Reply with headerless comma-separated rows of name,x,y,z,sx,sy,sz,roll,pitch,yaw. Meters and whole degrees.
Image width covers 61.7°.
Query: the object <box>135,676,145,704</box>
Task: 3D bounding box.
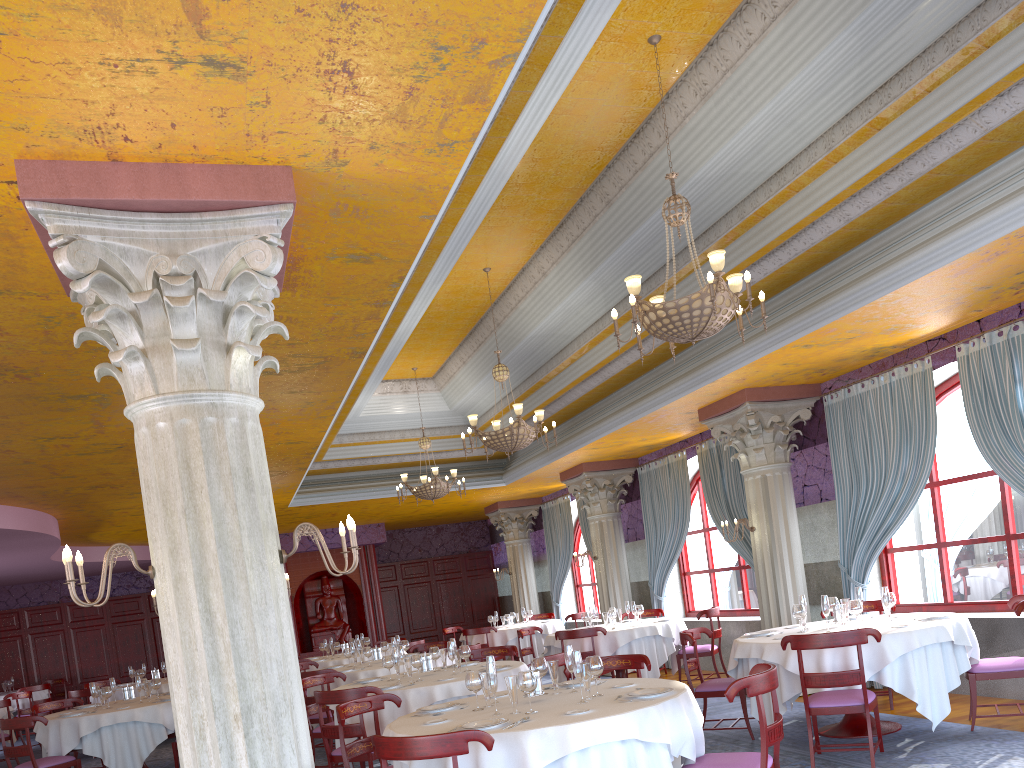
object,-4.489,3.683,10.315,0.075,0.335,0.073,-7,1,17

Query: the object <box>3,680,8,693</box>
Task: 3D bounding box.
object,-10.930,6.546,18.522,0.123,0.264,0.121,-8,-1,17

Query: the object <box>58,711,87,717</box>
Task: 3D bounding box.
object,-5.079,3.822,9.900,0.310,0.024,0.324,-3,-14,-19

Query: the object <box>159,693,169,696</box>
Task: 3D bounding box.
object,-4.575,4.099,11.320,0.022,0.003,0.255,-13,-14,23

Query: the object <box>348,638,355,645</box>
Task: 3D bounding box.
object,-2.825,4.629,15.140,0.120,0.264,0.124,-7,-1,-28

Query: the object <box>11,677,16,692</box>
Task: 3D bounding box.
object,-10.722,6.453,18.403,0.073,0.335,0.075,-8,1,-28

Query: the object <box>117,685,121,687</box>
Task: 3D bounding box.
object,-6.832,5.217,14.771,0.262,0.019,0.055,-16,-14,30

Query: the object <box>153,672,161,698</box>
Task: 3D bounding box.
object,-4.503,3.814,10.859,0.075,0.335,0.073,-7,1,17

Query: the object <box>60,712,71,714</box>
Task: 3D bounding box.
object,-5.395,3.980,10.353,0.158,0.009,0.162,-8,-13,1

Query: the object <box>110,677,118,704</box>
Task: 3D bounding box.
object,-5.042,3.885,10.847,0.075,0.335,0.073,-7,1,17

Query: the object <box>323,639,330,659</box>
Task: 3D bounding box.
object,-3.141,4.478,14.465,0.075,0.335,0.073,-7,1,17

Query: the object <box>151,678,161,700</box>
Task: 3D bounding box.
object,-4.368,3.753,10.531,0.122,0.264,0.123,-8,-1,-6

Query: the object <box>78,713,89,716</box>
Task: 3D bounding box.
object,-4.912,3.799,9.853,0.022,0.003,0.255,-13,-14,23

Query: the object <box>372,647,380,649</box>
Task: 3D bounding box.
object,-2.523,4.777,15.434,0.310,0.024,0.323,3,-17,-38

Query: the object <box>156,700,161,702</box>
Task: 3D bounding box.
object,-4.253,3.811,10.305,0.030,0.010,0.139,-14,-14,26

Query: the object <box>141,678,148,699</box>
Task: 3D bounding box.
object,-4.711,3.906,10.978,0.122,0.264,0.123,-8,-1,-6

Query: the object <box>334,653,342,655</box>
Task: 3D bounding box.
object,-3.128,4.857,15.387,0.161,0.009,0.160,-13,-14,20

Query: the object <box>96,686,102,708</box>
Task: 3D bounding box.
object,-5.153,3.886,10.634,0.122,0.264,0.123,-8,-1,-6

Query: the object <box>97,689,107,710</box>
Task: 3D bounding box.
object,-4.904,3.775,10.254,0.084,0.237,0.087,-8,0,-39

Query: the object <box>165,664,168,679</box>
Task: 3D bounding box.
object,-6.057,5.048,15.025,0.122,0.264,0.123,-8,-1,-6

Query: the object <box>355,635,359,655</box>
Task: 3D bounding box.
object,-2.602,4.406,14.477,0.075,0.335,0.073,-7,1,17

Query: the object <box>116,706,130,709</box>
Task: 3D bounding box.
object,-4.528,3.769,9.965,0.163,0.009,0.158,-19,-17,39

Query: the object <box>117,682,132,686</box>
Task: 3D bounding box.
object,-6.772,5.254,14.974,0.310,0.024,0.324,-3,-14,-19

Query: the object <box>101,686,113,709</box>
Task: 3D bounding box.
object,-4.810,3.733,10.187,0.122,0.264,0.123,-8,-1,-6

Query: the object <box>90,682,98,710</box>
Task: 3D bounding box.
object,-5.028,3.755,10.303,0.075,0.335,0.073,-7,1,17

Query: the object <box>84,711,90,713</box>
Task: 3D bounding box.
object,-5.021,3.866,10.093,0.141,0.011,0.029,-15,-13,28

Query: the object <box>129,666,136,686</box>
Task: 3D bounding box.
object,-6.373,4.896,14.350,0.075,0.335,0.073,-7,1,17

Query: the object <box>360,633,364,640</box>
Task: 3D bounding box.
object,-2.616,4.537,15.021,0.075,0.335,0.073,-7,1,17

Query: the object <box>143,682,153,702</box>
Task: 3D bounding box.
object,-4.433,3.753,10.435,0.086,0.237,0.085,-8,0,6

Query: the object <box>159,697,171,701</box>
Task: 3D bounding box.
object,-4.063,3.763,10.246,0.310,0.024,0.324,-3,-14,-19

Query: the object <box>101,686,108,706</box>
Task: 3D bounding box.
object,-5.085,3.913,10.730,0.087,0.237,0.084,-8,0,28

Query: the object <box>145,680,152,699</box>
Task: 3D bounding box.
object,-4.614,3.890,10.911,0.084,0.237,0.087,-8,0,-39

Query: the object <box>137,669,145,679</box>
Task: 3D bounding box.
object,-6.155,4.874,14.233,0.122,0.264,0.123,-8,-1,-6

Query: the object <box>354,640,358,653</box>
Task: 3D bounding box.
object,-2.727,4.614,15.073,0.085,0.237,0.086,-8,0,-17

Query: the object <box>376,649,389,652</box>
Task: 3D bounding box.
object,-2.176,4.486,14.407,0.310,0.024,0.324,-3,-14,-19

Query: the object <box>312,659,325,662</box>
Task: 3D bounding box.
object,-3.192,4.545,14.061,0.310,0.024,0.324,-3,-14,-19

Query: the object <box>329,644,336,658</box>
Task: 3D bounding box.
object,-3.017,4.498,14.416,0.084,0.237,0.087,-8,0,-39

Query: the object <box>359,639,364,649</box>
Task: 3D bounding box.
object,-2.546,4.476,14.597,0.086,0.237,0.085,-8,0,6

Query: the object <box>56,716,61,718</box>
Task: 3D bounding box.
object,-5.232,3.873,10.002,0.028,0.013,0.234,-13,-14,24

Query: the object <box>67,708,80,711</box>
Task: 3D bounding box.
object,-5.487,4.075,10.724,0.262,0.019,0.055,-16,-14,30

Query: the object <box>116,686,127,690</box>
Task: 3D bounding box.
object,-6.425,4.963,13.947,0.310,0.024,0.324,-3,-14,-19

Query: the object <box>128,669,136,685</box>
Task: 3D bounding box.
object,-6.499,5.028,14.681,0.122,0.264,0.123,-8,-1,-6

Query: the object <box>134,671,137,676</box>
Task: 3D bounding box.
object,-6.249,4.917,14.301,0.084,0.237,0.087,-8,0,-39

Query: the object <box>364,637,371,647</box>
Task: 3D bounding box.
object,-2.481,4.476,14.692,0.120,0.264,0.124,-7,-1,-28

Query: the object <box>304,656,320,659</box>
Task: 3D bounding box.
object,-3.540,4.835,15.088,0.318,0.024,0.316,-13,-14,20

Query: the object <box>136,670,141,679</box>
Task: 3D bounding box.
object,-6.430,5.054,14.777,0.084,0.237,0.087,-8,0,-39

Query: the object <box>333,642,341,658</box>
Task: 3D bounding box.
object,-2.923,4.456,14.348,0.120,0.264,0.124,-7,-1,-28

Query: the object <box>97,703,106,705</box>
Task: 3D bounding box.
object,-5.326,4.141,11.081,0.237,0.013,0.027,-14,-12,26

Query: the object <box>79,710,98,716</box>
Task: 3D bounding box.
object,-4.878,3.782,9.838,0.056,0.019,0.257,-14,-14,28

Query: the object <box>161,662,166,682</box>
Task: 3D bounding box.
object,-5.834,4.825,14.362,0.075,0.335,0.073,-7,1,17

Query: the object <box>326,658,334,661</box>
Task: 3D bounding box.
object,-2.991,4.505,13.999,0.056,0.019,0.257,-14,-14,28

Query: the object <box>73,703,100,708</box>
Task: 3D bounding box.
object,-5.426,4.112,10.927,0.310,0.024,0.324,-3,-14,-19

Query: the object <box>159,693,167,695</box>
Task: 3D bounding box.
object,-4.611,4.099,11.335,0.056,0.019,0.257,-14,-14,28

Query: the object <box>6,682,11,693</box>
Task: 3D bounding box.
object,-10.833,6.530,18.455,0.084,0.237,0.087,-8,0,-39

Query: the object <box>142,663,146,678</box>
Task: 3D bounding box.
object,-6.388,5.027,14.894,0.075,0.335,0.073,-7,1,17

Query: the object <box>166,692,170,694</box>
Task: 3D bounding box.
object,-4.410,4.054,11.273,0.310,0.024,0.324,-3,-14,-19
